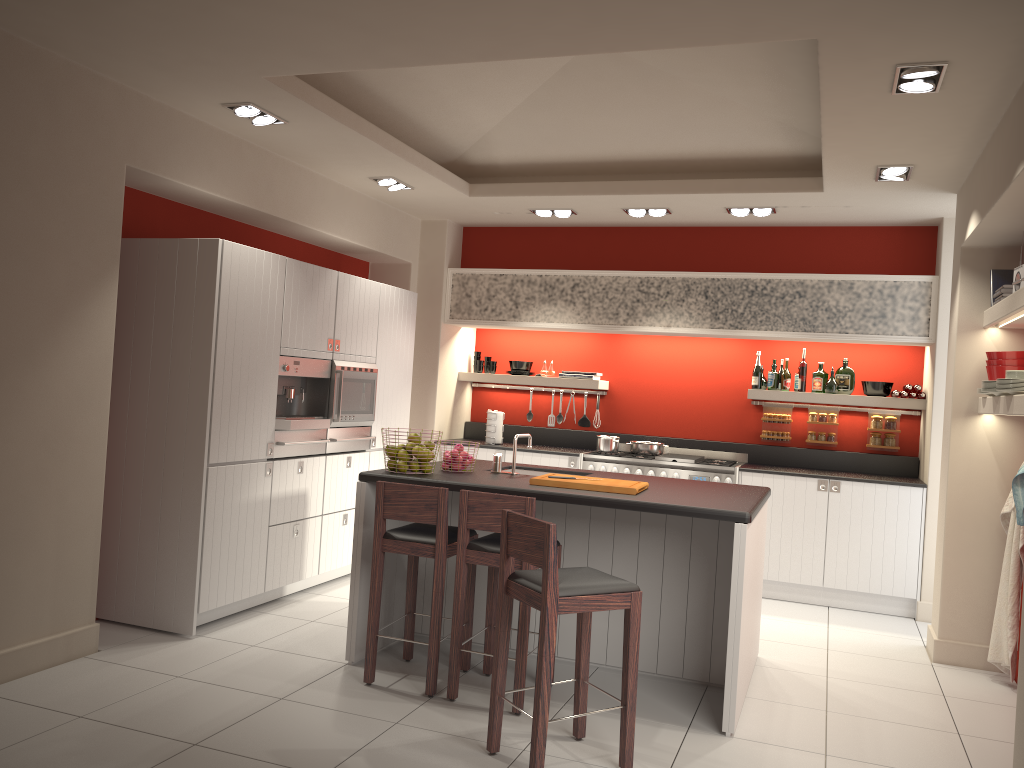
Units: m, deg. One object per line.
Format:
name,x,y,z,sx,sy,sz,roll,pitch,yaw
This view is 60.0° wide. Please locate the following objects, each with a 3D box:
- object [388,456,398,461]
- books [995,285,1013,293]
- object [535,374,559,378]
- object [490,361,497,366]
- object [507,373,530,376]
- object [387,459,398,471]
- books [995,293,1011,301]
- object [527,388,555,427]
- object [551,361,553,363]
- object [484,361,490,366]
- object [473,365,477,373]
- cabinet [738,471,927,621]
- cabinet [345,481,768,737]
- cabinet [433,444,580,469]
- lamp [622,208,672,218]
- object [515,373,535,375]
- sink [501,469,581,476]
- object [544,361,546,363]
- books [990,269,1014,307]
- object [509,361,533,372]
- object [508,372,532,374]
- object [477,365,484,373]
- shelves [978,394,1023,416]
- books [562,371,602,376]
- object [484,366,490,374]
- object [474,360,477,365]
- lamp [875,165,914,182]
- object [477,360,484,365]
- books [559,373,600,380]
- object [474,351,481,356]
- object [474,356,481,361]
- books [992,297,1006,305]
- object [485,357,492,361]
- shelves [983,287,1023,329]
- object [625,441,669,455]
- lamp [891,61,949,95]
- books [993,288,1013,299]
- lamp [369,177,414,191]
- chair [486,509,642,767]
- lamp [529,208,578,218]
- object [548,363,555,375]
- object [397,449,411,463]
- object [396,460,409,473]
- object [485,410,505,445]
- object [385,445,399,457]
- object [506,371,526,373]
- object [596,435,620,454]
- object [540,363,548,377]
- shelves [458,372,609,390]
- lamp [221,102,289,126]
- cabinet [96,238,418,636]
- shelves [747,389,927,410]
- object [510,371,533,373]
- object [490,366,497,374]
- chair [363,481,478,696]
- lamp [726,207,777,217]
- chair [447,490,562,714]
object,-0.657,0.391,4.937,0.076,0.077,0.076,4,0,-16
books,2.893,-0.539,5.058,0.207,0.019,0.258,4,0,20
object,0.332,-0.075,8.283,0.183,0.027,0.160,4,0,-42
object,-0.178,-0.178,8.411,0.070,0.076,0.070,4,0,-9
object,0.077,-0.086,8.400,0.280,0.016,0.280,4,0,19
object,-0.653,0.444,4.872,0.068,0.068,0.068,3,0,31
books,2.890,-0.490,5.057,0.207,0.019,0.258,4,0,20
object,0.279,0.223,8.437,0.287,0.351,0.022,4,-1,21
object,0.376,-0.203,8.315,0.026,0.032,0.023,4,0,2
object,-0.235,-0.181,8.545,0.070,0.076,0.070,4,0,-9
object,-0.342,-0.143,8.582,0.070,0.076,0.070,4,0,-9
cabinet,2.526,1.235,7.134,1.361,0.993,0.687,4,0,20
cabinet,0.332,1.103,5.070,2.034,1.011,1.423,4,0,20
cabinet,0.024,1.078,8.043,1.361,0.993,0.687,4,0,20
lamp,1.073,-1.387,7.037,0.361,0.104,0.199,4,0,20
object,0.078,-0.091,8.400,0.280,0.016,0.280,4,0,19
sink,0.156,0.685,5.407,0.567,0.258,0.516,4,0,20
object,0.307,-0.209,8.255,0.023,0.031,0.024,4,0,-28
books,2.973,-0.567,5.296,0.207,0.246,0.136,4,0,20
object,0.082,-0.159,8.400,0.232,0.108,0.232,4,0,-29
object,0.078,-0.097,8.400,0.280,0.016,0.280,4,0,19
object,-0.304,-0.142,8.402,0.070,0.076,0.070,4,0,-9
shelves,2.674,0.116,4.266,0.437,0.100,2.393,4,0,20
books,0.646,-0.098,8.161,0.332,0.026,0.207,4,0,20
object,-0.238,-0.137,8.544,0.070,0.076,0.070,4,0,-9
object,-0.339,-0.187,8.582,0.070,0.076,0.070,4,0,-9
lamp,2.349,-1.311,5.455,0.199,0.090,0.361,4,0,20
object,-0.301,-0.185,8.403,0.070,0.076,0.070,4,0,-9
books,0.622,-0.065,8.147,0.331,0.042,0.207,4,0,25
object,-0.334,-0.275,8.583,0.070,0.076,0.070,4,0,-9
object,-0.337,-0.231,8.583,0.070,0.076,0.070,4,0,-9
books,2.885,-0.465,5.071,0.207,0.030,0.258,4,0,20
object,-0.232,-0.225,8.545,0.070,0.076,0.070,4,0,-9
shelves,2.707,-0.414,4.270,0.437,0.100,2.393,4,0,20
object,1.187,0.566,7.810,0.309,0.105,0.309,4,0,-42
lamp,1.783,-1.355,3.888,0.199,0.085,0.361,4,0,20
books,2.889,-0.515,5.071,0.207,0.030,0.258,4,0,20
lamp,-0.897,-1.505,6.634,0.199,0.084,0.361,4,0,20
chair,0.225,1.047,3.669,0.474,1.008,0.383,4,-1,-30
lamp,0.340,-1.432,7.303,0.361,0.109,0.199,4,0,20
object,0.369,-0.129,8.314,0.077,0.134,0.076,4,0,3
object,-0.593,0.395,4.861,0.076,0.077,0.076,4,0,-16
object,-0.594,0.447,4.807,0.068,0.068,0.068,3,0,31
object,-0.160,0.390,8.018,0.168,0.304,0.163,4,-1,-41
object,-0.660,0.369,4.871,0.077,0.068,0.076,4,0,13
object,0.078,-0.102,8.400,0.280,0.016,0.280,4,0,19
object,0.820,0.523,7.600,0.201,0.148,0.201,4,0,13
object,0.303,-0.133,8.254,0.076,0.131,0.076,4,0,-28
shelves,0.192,-0.029,8.333,1.379,0.083,0.376,4,0,20
lamp,-1.463,-1.556,5.067,0.199,0.103,0.361,4,0,20
cabinet,-1.620,0.310,6.330,0.717,2.250,2.557,3,0,20
shelves,2.700,0.128,7.422,1.379,0.083,0.376,4,0,20
object,0.079,-0.108,8.400,0.280,0.016,0.280,4,0,19
object,-0.181,-0.134,8.411,0.070,0.076,0.070,4,0,-9
chair,-0.451,1.007,4.598,0.383,1.008,0.474,3,0,20
lamp,1.825,-1.340,6.764,0.361,0.103,0.199,4,0,20
chair,-0.019,1.034,4.441,0.383,1.008,0.474,3,0,22
